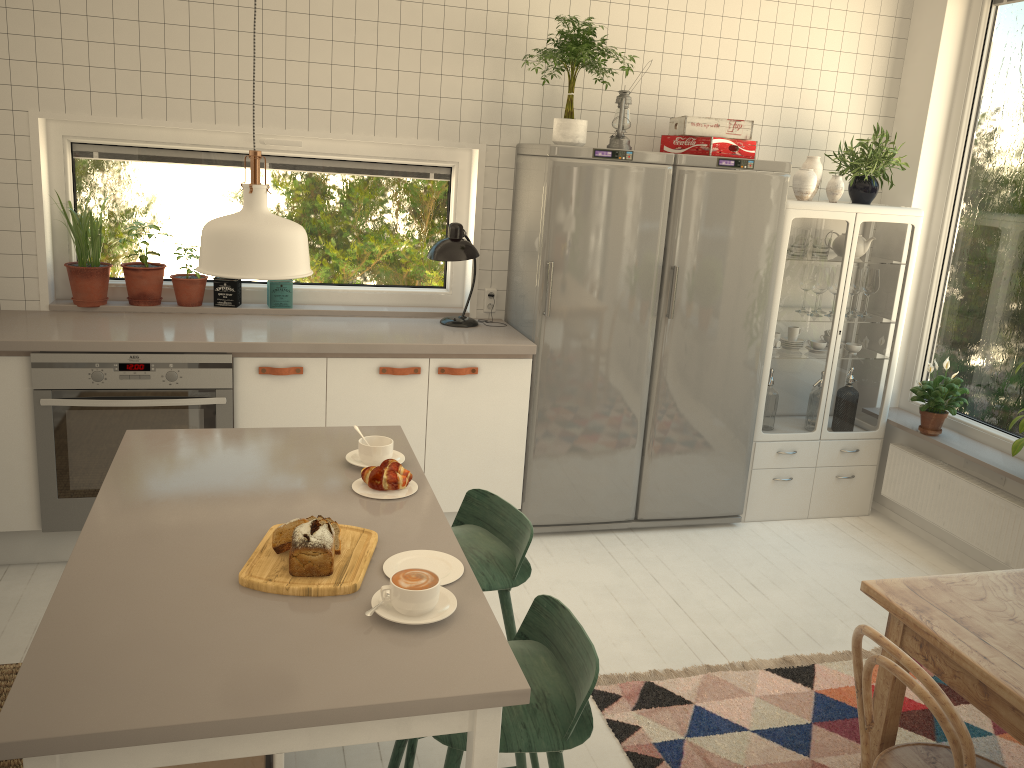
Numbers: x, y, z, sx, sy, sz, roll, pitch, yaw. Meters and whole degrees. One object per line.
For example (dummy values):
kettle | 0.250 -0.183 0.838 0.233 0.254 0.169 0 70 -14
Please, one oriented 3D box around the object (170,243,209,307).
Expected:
object | -1.424 -0.483 3.946 0.177 0.277 0.194 16 18 39

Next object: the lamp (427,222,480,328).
lamp | -0.268 -0.499 4.028 0.239 0.465 0.263 7 14 12

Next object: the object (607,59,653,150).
object | 0.509 -1.214 3.856 0.163 0.383 0.155 6 14 6

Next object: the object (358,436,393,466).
object | -0.372 0.183 2.417 0.094 0.060 0.099 -1 15 -19

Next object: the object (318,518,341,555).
object | -0.397 0.317 1.844 0.083 0.057 0.072 1 15 -10

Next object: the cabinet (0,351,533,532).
cabinet | -0.757 0.008 1.599 2.853 2.156 4.853 0 15 -16

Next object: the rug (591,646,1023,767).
rug | 1.472 1.373 1.861 1.748 0.035 3.030 0 15 -16

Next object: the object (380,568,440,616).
object | -0.183 0.390 1.657 0.094 0.064 0.099 13 17 31

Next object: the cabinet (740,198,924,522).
cabinet | 1.518 -0.125 4.544 0.789 1.590 0.454 0 15 -16

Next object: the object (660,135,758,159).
object | 0.904 -1.092 4.090 0.309 0.082 0.313 -6 18 -35

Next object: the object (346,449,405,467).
object | -0.373 0.209 2.421 0.160 0.020 0.161 -1 15 -20

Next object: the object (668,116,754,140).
object | 0.907 -1.173 4.072 0.312 0.082 0.308 3 14 -4

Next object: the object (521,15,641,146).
object | 0.277 -1.290 3.762 0.474 0.544 0.468 3 14 -3

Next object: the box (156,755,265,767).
box | -0.594 0.664 1.695 0.237 0.242 0.358 0 15 -15

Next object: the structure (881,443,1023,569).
structure | 2.101 0.567 4.082 0.113 0.275 1.018 0 15 -16

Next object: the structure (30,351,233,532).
structure | -1.538 0.146 3.737 0.705 0.709 0.705 0 15 -16

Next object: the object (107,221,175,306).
object | -1.622 -0.536 3.899 0.258 0.369 0.235 3 14 -4

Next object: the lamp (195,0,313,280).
lamp | -0.471 -0.948 1.624 0.229 1.488 0.230 0 15 -15

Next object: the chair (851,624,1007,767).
chair | 0.940 0.899 1.916 0.483 0.809 0.386 1 15 -14

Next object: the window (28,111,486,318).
window | -1.096 -0.743 4.055 1.898 0.814 0.294 0 15 -16

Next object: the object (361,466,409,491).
object | -0.331 0.236 2.238 0.131 0.059 0.070 10 15 21

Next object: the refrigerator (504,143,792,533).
refrigerator | 0.581 -0.194 4.248 1.146 1.775 0.560 0 15 -16

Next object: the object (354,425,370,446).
object | -0.392 0.163 2.420 0.102 0.086 0.028 10 15 24

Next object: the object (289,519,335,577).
object | -0.396 0.325 1.760 0.086 0.087 0.090 2 14 -9

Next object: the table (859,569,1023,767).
table | 1.498 1.073 1.547 0.894 0.748 1.801 0 15 -16

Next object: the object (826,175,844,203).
object | 1.527 -0.921 4.190 0.082 0.126 0.082 -9 19 -43

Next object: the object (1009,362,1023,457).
object | 2.259 0.050 3.447 0.485 0.840 0.616 -7 18 -36

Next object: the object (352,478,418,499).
object | -0.323 0.262 2.257 0.167 0.005 0.167 -1 15 -20

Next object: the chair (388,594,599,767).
chair | -0.071 0.875 1.908 0.446 0.751 0.486 0 15 -16

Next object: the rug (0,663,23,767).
rug | -1.334 1.165 1.946 0.750 0.004 2.003 0 15 -16

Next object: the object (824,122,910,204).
object | 1.724 -1.075 4.331 0.371 0.384 0.373 5 14 2

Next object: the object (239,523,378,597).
object | -0.413 0.357 1.837 0.237 0.019 0.307 4 14 0

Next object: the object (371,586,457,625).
object | -0.184 0.417 1.666 0.160 0.020 0.160 16 18 38

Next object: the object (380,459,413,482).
object | -0.298 0.228 2.281 0.074 0.059 0.060 17 19 41

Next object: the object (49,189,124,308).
object | -1.814 -0.591 3.813 0.300 0.498 0.334 -5 17 -32

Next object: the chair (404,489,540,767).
chair | -0.202 0.715 2.492 0.446 0.751 0.486 -4 17 -30

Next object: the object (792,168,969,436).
object | 1.737 -0.365 4.180 0.943 1.206 0.261 4 14 -1

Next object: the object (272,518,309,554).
object | -0.454 0.312 1.830 0.079 0.067 0.074 0 15 -14

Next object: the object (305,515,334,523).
object | -0.412 0.312 1.868 0.083 0.055 0.073 2 15 -10

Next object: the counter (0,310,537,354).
counter | -0.783 0.392 1.696 2.856 0.162 4.853 0 15 -16

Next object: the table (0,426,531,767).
table | -0.570 0.732 2.109 0.794 0.863 1.426 0 15 -16

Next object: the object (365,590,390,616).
object | -0.243 0.406 1.660 0.028 0.011 0.132 10 16 22

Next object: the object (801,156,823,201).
object | 1.418 -0.976 4.212 0.102 0.206 0.102 -5 17 -32

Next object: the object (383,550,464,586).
object | -0.183 0.381 1.833 0.167 0.005 0.167 -1 15 -20

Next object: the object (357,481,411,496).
object | -0.325 0.259 2.260 0.122 0.005 0.120 4 14 2
